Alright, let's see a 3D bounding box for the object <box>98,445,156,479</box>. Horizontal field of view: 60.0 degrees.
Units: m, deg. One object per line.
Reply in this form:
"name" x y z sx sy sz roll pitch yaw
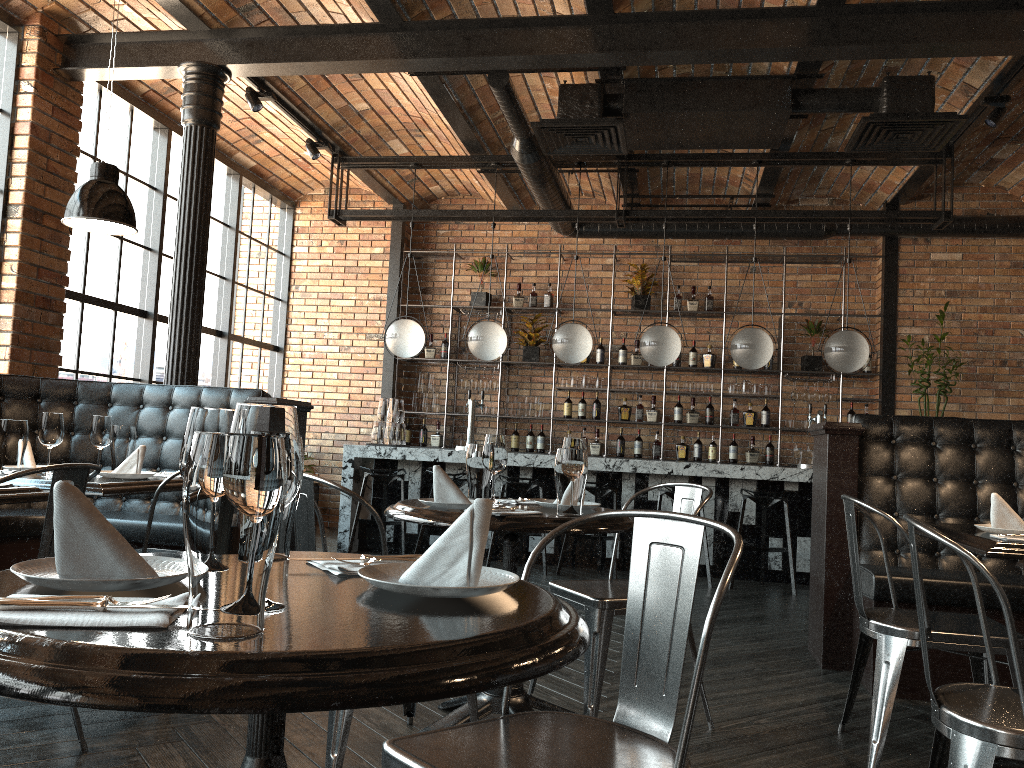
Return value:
"object" -1.562 0.314 3.593 0.232 0.139 0.232 2 -4 7

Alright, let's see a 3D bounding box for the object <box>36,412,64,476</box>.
"object" -1.813 0.235 3.482 0.092 0.244 0.092 5 -4 -29

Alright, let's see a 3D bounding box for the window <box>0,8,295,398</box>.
"window" -3.998 -0.996 1.735 0.168 3.253 16.179 2 -4 11

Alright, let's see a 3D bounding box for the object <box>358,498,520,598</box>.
"object" -0.103 0.230 1.283 0.232 0.139 0.232 6 -5 -35

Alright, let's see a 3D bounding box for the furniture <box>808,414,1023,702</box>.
"furniture" 2.009 0.588 1.768 1.979 1.212 5.451 2 -4 11

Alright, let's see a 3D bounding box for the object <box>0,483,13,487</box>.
"object" -1.708 0.304 2.748 0.255 0.019 0.157 2 -4 11

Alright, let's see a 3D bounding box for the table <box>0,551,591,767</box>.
"table" -0.345 0.656 1.199 0.866 0.758 0.866 5 -4 -26

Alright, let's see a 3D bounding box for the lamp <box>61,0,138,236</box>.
"lamp" -1.668 -1.473 3.738 0.291 1.653 0.291 6 -5 -34

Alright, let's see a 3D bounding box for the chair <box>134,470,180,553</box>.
"chair" -1.362 0.710 3.470 0.558 0.857 0.504 2 -4 16

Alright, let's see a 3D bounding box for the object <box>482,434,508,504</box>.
"object" -0.063 0.302 3.151 0.092 0.244 0.092 2 -4 10

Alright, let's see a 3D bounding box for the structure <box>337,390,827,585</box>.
"structure" 1.385 0.864 7.850 5.346 1.430 1.930 2 -4 11

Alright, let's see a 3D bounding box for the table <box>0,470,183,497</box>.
"table" -1.794 0.745 3.579 0.872 0.758 0.872 2 -4 11

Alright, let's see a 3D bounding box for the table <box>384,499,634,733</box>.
"table" -0.016 0.797 2.999 0.866 0.758 0.866 5 -4 -26

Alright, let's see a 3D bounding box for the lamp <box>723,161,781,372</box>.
"lamp" 1.984 -0.968 7.256 0.340 1.754 0.340 6 -5 -33

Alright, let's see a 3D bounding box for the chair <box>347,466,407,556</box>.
"chair" -1.047 1.038 7.151 0.475 0.737 0.414 3 -4 1

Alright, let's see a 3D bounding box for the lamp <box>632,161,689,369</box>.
"lamp" 1.264 -0.996 7.390 0.340 1.754 0.340 6 -5 -33

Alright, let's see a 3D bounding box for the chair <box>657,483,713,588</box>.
"chair" 1.267 1.127 6.720 0.475 0.737 0.414 3 -4 6

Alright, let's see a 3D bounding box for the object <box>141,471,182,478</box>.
"object" -1.508 0.389 3.839 0.255 0.019 0.157 2 -4 11

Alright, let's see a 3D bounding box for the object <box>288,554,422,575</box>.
"object" -0.233 0.289 1.444 0.255 0.019 0.157 5 -4 -29

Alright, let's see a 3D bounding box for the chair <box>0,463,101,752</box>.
"chair" -1.492 0.632 2.436 0.558 0.857 0.504 3 -4 6

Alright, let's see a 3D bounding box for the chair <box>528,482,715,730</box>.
"chair" 0.423 0.789 3.292 0.558 0.857 0.504 5 -4 -24

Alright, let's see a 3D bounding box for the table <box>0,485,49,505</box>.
"table" -1.992 0.661 2.497 0.872 0.758 0.872 2 -4 11

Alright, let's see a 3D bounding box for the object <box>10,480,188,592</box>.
"object" -0.540 0.202 1.197 0.232 0.139 0.232 2 -4 7

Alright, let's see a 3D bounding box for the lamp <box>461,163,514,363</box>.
"lamp" -0.176 -1.051 7.658 0.340 1.754 0.340 6 -5 -33

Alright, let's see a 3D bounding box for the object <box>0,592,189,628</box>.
"object" -0.455 0.247 0.991 0.255 0.019 0.157 4 -4 -9

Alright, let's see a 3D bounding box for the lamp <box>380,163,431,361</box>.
"lamp" -0.896 -1.079 7.791 0.340 1.754 0.340 6 -5 -33

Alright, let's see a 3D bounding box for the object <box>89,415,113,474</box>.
"object" -1.734 0.256 3.732 0.092 0.244 0.092 5 -4 -29

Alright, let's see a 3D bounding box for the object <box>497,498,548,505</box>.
"object" 0.042 0.428 3.261 0.255 0.019 0.157 5 -4 -29

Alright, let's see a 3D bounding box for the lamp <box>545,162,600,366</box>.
"lamp" 0.544 -1.024 7.524 0.340 1.754 0.340 6 -5 -33

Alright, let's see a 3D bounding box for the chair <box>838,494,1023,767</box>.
"chair" 1.385 0.814 2.946 0.558 0.857 0.504 2 -4 11

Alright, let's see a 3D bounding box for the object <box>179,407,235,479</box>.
"object" -0.473 0.159 1.384 0.092 0.244 0.092 5 -4 -26

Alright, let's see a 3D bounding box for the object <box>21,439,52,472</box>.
"object" -1.998 0.298 3.680 0.232 0.139 0.232 3 -4 5

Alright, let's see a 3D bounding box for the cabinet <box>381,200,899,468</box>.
"cabinet" 0.305 -0.209 9.292 7.075 3.779 0.564 2 -4 11

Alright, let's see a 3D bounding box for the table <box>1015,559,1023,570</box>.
"table" 1.657 0.800 1.803 0.872 0.758 0.872 2 -4 11

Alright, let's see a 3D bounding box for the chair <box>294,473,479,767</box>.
"chair" -0.417 0.706 2.713 0.558 0.857 0.504 6 -5 -34

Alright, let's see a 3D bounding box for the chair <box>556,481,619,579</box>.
"chair" 0.638 1.103 6.837 0.475 0.737 0.414 1 -4 21

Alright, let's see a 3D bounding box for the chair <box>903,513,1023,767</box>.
"chair" 1.133 0.730 1.896 0.558 0.857 0.504 1 -4 20

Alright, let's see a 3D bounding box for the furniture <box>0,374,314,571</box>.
"furniture" -2.641 0.410 2.636 1.979 1.212 5.451 2 -4 11

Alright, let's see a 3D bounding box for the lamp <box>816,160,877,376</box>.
"lamp" 2.704 -0.941 7.122 0.340 1.754 0.340 6 -5 -33

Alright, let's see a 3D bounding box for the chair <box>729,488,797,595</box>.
"chair" 1.876 1.150 6.607 0.475 0.737 0.414 2 -4 16

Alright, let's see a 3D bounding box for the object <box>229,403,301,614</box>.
"object" -0.305 0.147 1.072 0.092 0.244 0.092 2 -4 7

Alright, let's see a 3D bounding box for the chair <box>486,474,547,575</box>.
"chair" 0.067 1.081 6.944 0.475 0.737 0.414 3 -4 6

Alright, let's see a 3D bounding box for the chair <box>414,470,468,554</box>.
"chair" -0.486 1.060 7.047 0.475 0.737 0.414 2 -4 16

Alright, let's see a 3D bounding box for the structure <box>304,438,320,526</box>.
"structure" -2.594 0.816 7.512 0.757 1.072 4.107 2 -4 9

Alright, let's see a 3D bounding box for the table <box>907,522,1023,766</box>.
"table" 1.855 0.885 2.885 0.872 0.758 0.872 2 -4 11

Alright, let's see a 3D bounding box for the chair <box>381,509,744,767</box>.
"chair" 0.073 0.648 1.492 0.558 0.857 0.504 6 -5 -39
